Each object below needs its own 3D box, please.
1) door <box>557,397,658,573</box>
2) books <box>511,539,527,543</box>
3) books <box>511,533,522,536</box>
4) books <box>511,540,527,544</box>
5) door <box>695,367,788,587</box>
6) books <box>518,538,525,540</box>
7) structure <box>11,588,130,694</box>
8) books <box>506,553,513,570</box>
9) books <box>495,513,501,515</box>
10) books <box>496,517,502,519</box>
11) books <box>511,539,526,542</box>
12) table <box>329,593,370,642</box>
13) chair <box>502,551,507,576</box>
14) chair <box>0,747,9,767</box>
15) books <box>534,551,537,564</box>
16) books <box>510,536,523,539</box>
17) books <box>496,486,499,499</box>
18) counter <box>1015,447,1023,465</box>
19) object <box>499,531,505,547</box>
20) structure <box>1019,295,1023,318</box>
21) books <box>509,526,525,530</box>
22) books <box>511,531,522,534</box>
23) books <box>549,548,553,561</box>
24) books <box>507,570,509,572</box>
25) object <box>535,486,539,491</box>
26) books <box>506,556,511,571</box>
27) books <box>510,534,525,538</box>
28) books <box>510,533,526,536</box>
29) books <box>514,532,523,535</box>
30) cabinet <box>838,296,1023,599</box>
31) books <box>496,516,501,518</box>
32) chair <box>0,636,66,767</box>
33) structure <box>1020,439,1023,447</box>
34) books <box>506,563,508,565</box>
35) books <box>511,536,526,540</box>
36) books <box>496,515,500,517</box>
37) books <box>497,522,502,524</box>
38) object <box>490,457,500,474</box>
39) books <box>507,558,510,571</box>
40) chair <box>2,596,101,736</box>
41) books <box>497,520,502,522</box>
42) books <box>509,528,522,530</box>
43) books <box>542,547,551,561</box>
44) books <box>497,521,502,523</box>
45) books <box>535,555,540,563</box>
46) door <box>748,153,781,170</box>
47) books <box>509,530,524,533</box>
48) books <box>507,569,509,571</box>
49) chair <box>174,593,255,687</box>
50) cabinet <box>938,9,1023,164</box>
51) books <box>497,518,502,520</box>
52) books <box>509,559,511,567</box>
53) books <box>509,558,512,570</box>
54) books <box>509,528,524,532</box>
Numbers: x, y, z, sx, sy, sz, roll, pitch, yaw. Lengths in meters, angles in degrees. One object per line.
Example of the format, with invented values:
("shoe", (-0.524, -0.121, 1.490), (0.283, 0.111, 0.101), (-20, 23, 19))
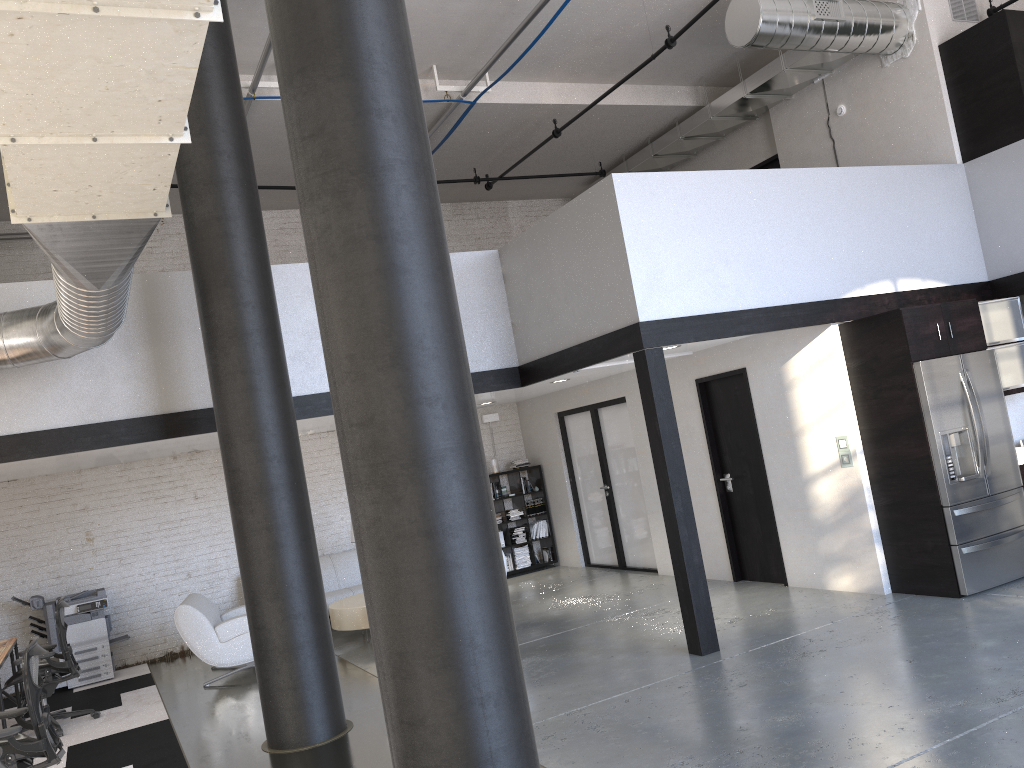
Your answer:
("door", (1.134, 1.258, 10.706), (0.160, 2.059, 1.753), (-9, -4, -26))
("books", (0.082, 2.096, 11.828), (0.176, 0.013, 0.177), (-8, -5, -30))
("books", (0.057, 2.002, 11.855), (0.133, 0.010, 0.221), (-10, -4, -8))
("books", (0.083, 2.111, 11.848), (0.157, 0.013, 0.228), (-8, -4, -25))
("door", (2.263, 0.897, 8.455), (0.271, 2.056, 0.751), (-9, -4, -26))
("books", (0.078, 2.067, 11.828), (0.120, 0.010, 0.202), (-8, -5, -26))
("structure", (-4.656, 2.674, 9.440), (1.057, 1.057, 0.504), (-8, -4, -26))
("books", (-0.031, 2.345, 11.695), (0.016, 0.219, 0.117), (-9, -4, -26))
("books", (-0.303, 1.741, 11.764), (0.278, 0.019, 0.185), (-9, -4, -19))
("books", (-0.291, 1.797, 11.757), (0.274, 0.014, 0.185), (-9, -4, -19))
("books", (0.074, 2.083, 11.842), (0.149, 0.017, 0.211), (-8, -4, -24))
("table", (-1.327, 2.411, 9.299), (1.117, 0.394, 1.120), (-6, -6, -44))
("chair", (-0.686, 2.023, 8.286), (1.006, 0.784, 1.027), (-8, -5, -35))
("chair", (-1.542, 1.588, 2.293), (0.791, 1.085, 0.772), (-7, -5, -42))
("books", (0.282, 2.323, 11.842), (0.031, 0.171, 0.104), (-9, -4, -26))
("books", (0.053, 2.047, 11.840), (0.148, 0.013, 0.213), (-9, -4, -15))
("books", (-0.210, 1.444, 11.791), (0.008, 0.169, 0.107), (-9, -4, -26))
("counter", (4.202, 0.601, 7.406), (0.918, 0.047, 0.677), (-8, -5, -26))
("object", (-0.164, 2.051, 11.730), (0.056, 0.200, 0.177), (-9, -4, -23))
("structure", (4.725, -0.558, 7.895), (0.726, 0.929, 0.490), (-8, -4, -26))
("books", (0.060, 1.922, 11.835), (0.150, 0.010, 0.260), (-9, -4, -21))
("books", (0.052, 1.978, 11.836), (0.132, 0.014, 0.251), (-9, -4, -12))
("books", (0.491, 2.293, 11.927), (0.028, 0.171, 0.124), (-9, -4, -26))
("books", (-0.159, 2.471, 11.672), (0.150, 0.013, 0.238), (-7, -5, -36))
("object", (0.332, 1.415, 11.977), (0.060, 0.061, 0.060), (-10, -4, 0))
("books", (-0.054, 2.363, 11.682), (0.008, 0.189, 0.106), (-9, -4, -26))
("books", (0.066, 2.026, 11.838), (0.131, 0.023, 0.221), (-6, -6, -43))
("books", (0.066, 2.009, 11.831), (0.139, 0.010, 0.198), (-6, -6, -45))
("books", (0.079, 1.987, 11.841), (0.117, 0.010, 0.257), (-10, -4, -5))
("cabinet", (5.631, -0.002, 6.183), (4.271, 2.313, 4.239), (-8, -4, -26))
("books", (-0.295, 1.790, 11.769), (0.275, 0.028, 0.185), (-9, -4, -19))
("chair", (-2.813, 2.002, 4.869), (0.791, 1.085, 0.772), (-7, -5, -42))
("structure", (5.075, 0.843, 7.721), (0.843, 0.901, 0.622), (-8, -4, -26))
("books", (-0.178, 2.386, 11.665), (0.148, 0.023, 0.244), (-7, -5, -36))
("books", (0.062, 2.058, 11.828), (0.162, 0.013, 0.204), (-7, -5, -37))
("books", (-0.301, 1.775, 11.770), (0.270, 0.030, 0.172), (-9, -4, -19))
("books", (-0.275, 1.856, 11.750), (0.185, 0.014, 0.275), (-8, -4, -25))
("object", (-0.230, 1.078, 11.824), (0.106, 0.217, 0.106), (-10, -3, -8))
("books", (-0.061, 2.375, 11.682), (0.008, 0.169, 0.107), (-9, -4, -26))
("chair", (-4.007, 2.408, 7.530), (0.791, 1.085, 0.772), (-7, -5, -42))
("books", (-0.268, 1.831, 11.759), (0.171, 0.030, 0.270), (-8, -4, -25))
("books", (0.048, 1.936, 11.855), (0.134, 0.010, 0.220), (-8, -5, -29))
("books", (0.463, 2.289, 11.922), (0.025, 0.187, 0.138), (-9, -4, -26))
("books", (-0.266, 1.847, 11.754), (0.184, 0.028, 0.275), (-8, -4, -25))
("books", (0.329, 2.340, 11.849), (0.054, 0.121, 0.079), (-9, -4, -26))
("door", (3.231, -1.621, 10.456), (0.271, 2.056, 0.751), (-9, -4, -26))
("books", (0.054, 1.965, 11.840), (0.121, 0.010, 0.219), (-7, -5, -40))
("books", (-0.165, 2.457, 11.658), (0.150, 0.013, 0.238), (-7, -5, -41))
("chair", (-2.693, 2.416, 8.743), (1.025, 0.784, 1.008), (-9, -4, -15))
("cabinet", (4.665, -2.143, 8.043), (0.836, 2.231, 0.685), (-9, -4, -26))
("books", (-0.275, 1.809, 11.757), (0.184, 0.024, 0.275), (-8, -4, -25))
("books", (-0.047, 2.372, 11.690), (0.008, 0.170, 0.107), (-9, -4, -26))
("books", (-0.037, 2.371, 11.689), (0.008, 0.169, 0.107), (-9, -4, -26))
("books", (0.045, 1.951, 11.839), (0.160, 0.020, 0.262), (-8, -5, -26))
